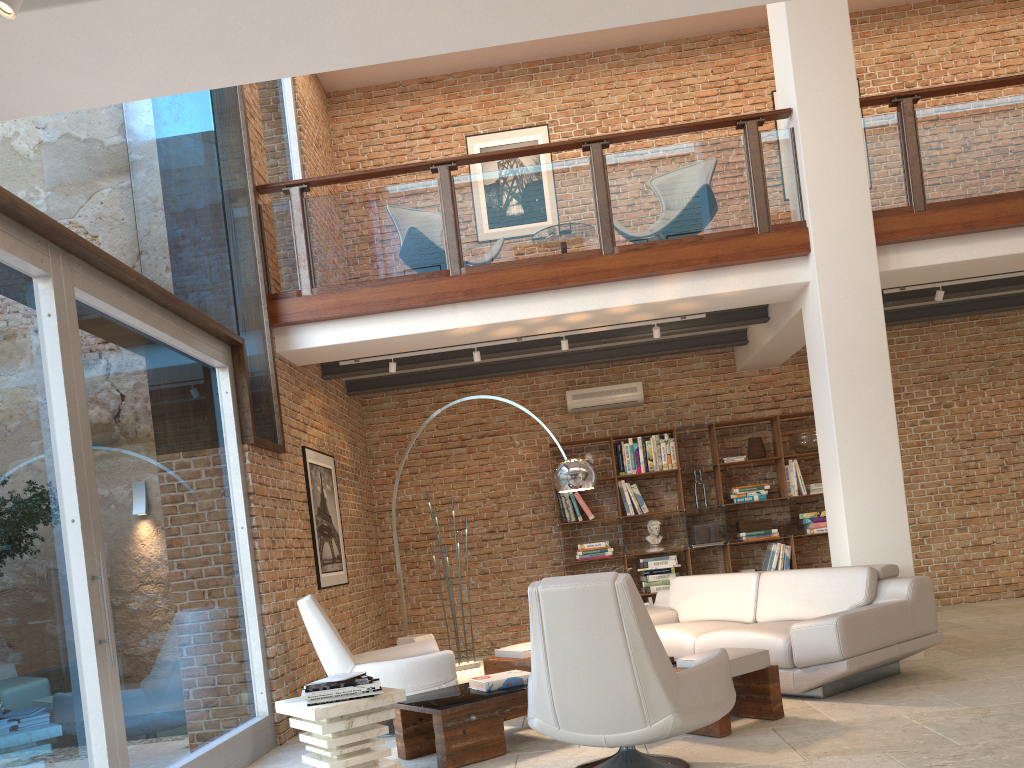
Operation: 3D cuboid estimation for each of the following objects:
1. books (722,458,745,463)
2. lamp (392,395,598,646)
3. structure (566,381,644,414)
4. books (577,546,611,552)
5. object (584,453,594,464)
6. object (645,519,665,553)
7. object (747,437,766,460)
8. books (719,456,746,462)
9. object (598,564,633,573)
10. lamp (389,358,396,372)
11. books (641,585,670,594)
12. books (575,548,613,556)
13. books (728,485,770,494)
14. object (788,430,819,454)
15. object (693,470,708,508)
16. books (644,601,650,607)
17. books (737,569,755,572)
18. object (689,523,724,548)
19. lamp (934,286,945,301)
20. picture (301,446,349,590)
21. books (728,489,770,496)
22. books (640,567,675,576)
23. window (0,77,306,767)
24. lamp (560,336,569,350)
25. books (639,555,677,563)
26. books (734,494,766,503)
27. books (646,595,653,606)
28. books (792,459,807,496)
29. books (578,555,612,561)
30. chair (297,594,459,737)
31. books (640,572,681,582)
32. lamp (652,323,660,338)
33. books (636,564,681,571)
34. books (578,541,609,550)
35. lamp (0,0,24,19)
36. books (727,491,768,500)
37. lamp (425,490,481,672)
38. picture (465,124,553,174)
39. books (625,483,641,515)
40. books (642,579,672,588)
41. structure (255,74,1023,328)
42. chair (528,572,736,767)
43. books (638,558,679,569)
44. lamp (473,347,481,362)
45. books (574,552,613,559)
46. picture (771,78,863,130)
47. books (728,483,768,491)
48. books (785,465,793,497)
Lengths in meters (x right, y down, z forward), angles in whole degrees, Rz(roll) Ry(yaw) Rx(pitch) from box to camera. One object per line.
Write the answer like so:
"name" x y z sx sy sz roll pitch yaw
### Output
"books" 2.311 0.805 9.109 0.206 0.033 0.134 -7 -10 3
"lamp" -0.162 1.249 6.647 2.064 2.323 0.317 -11 -3 40
"structure" 0.993 0.149 9.363 0.813 0.217 0.202 -7 -5 4
"books" 0.864 1.755 9.268 0.356 0.020 0.276 -7 -10 2
"object" 0.745 0.876 9.213 0.253 0.280 0.131 -8 -2 11
"object" 1.500 1.602 9.215 0.198 0.346 0.194 -8 -3 19
"object" 2.546 0.676 9.091 0.193 0.230 0.196 -3 -6 -39
"books" 2.303 0.781 9.117 0.236 0.018 0.174 -6 -10 -4
"object" 0.583 1.437 5.551 0.539 0.600 0.322 -4 -3 -26
"lamp" -1.014 -0.151 7.395 0.059 0.127 0.087 -6 -3 -27
"books" 1.567 2.154 9.206 0.379 0.063 0.248 -6 -10 -2
"books" 0.868 1.779 9.248 0.379 0.036 0.249 -6 -10 -3
"books" 2.479 1.109 9.142 0.379 0.036 0.249 -6 -10 -3
"object" 3.117 0.616 9.098 0.434 0.216 0.447 2 -12 -45
"object" 1.969 1.099 9.136 0.122 0.395 0.062 -7 0 6
"books" 1.434 2.468 9.227 0.056 0.325 0.257 -7 -4 2
"books" 2.465 1.973 9.179 0.132 0.033 0.209 -6 -10 -2
"object" 2.025 1.587 9.156 0.336 0.230 0.287 -7 -6 3
"lamp" 3.484 -0.729 7.108 0.059 0.127 0.087 -6 -3 -27
"picture" -1.610 1.174 7.569 0.027 1.181 0.922 -7 -4 2
"books" 2.481 1.138 9.151 0.379 0.018 0.249 -6 -11 -4
"books" 1.529 1.977 9.200 0.326 0.055 0.259 -6 -10 -2
"window" -2.439 -1.328 2.230 0.648 6.297 12.525 -7 -8 2
"lamp" 0.441 -0.337 7.305 0.061 0.127 0.087 -7 -3 5
"books" 1.535 1.849 9.224 0.380 0.036 0.248 -7 -10 3
"books" 2.495 1.210 9.152 0.328 0.055 0.258 -9 -10 13
"books" 1.494 2.437 9.245 0.079 0.380 0.246 -7 -3 2
"books" 2.990 0.986 9.142 0.101 0.379 0.246 -7 -3 3
"books" 0.874 1.846 9.261 0.356 0.020 0.276 -7 -10 3
"chair" -0.925 1.889 5.999 0.979 0.986 1.045 -5 -6 -13
"books" 1.563 2.036 9.209 0.378 0.063 0.249 -5 -10 -10
"lamp" 1.203 -0.440 7.266 0.061 0.114 0.095 -7 -4 9
"books" 1.541 1.939 9.211 0.445 0.020 0.276 -7 -11 3
"books" 0.867 1.716 9.265 0.327 0.055 0.258 -8 -10 5
"lamp" -1.363 -1.053 2.363 0.086 0.127 0.060 -4 -3 -37
"books" 2.469 1.169 9.162 0.380 0.036 0.248 -7 -10 3
"lamp" -0.589 1.946 8.687 0.415 1.800 0.202 -6 0 -27
"picture" 0.009 -2.176 9.499 0.915 1.184 0.027 -7 0 4
"books" 1.273 1.222 9.237 0.125 0.344 0.275 -7 -4 3
"books" 1.560 2.099 9.226 0.363 0.055 0.287 -8 -10 5
"structure" 2.837 -0.804 2.413 10.167 4.078 14.074 -7 -10 3
"chair" 0.478 1.376 4.136 1.036 1.003 0.977 -9 -6 20
"books" 1.546 1.899 9.228 0.379 0.063 0.248 -6 -10 -2
"lamp" -0.298 -0.246 7.352 0.061 0.119 0.087 -7 -4 5
"books" 0.862 1.818 9.255 0.379 0.036 0.248 -6 -10 -1
"picture" 3.295 -2.599 9.290 0.915 1.184 0.027 -7 0 4
"books" 2.475 1.085 9.163 0.356 0.020 0.276 -7 -10 2
"books" 2.862 1.025 9.128 0.056 0.325 0.257 -7 -4 2
